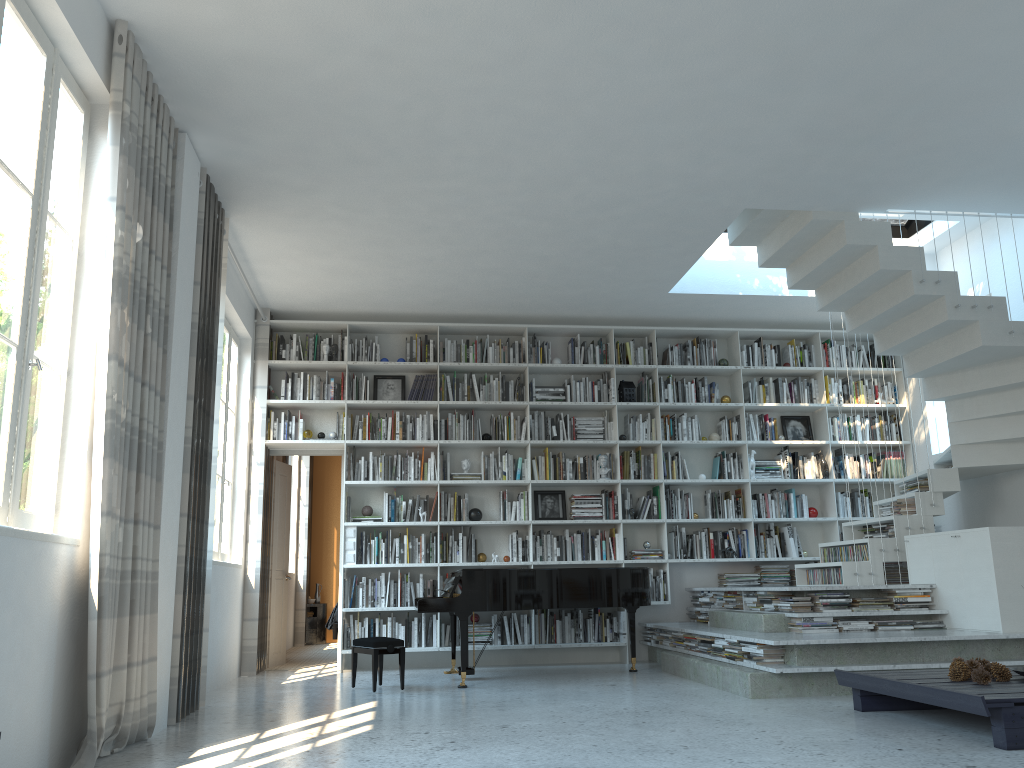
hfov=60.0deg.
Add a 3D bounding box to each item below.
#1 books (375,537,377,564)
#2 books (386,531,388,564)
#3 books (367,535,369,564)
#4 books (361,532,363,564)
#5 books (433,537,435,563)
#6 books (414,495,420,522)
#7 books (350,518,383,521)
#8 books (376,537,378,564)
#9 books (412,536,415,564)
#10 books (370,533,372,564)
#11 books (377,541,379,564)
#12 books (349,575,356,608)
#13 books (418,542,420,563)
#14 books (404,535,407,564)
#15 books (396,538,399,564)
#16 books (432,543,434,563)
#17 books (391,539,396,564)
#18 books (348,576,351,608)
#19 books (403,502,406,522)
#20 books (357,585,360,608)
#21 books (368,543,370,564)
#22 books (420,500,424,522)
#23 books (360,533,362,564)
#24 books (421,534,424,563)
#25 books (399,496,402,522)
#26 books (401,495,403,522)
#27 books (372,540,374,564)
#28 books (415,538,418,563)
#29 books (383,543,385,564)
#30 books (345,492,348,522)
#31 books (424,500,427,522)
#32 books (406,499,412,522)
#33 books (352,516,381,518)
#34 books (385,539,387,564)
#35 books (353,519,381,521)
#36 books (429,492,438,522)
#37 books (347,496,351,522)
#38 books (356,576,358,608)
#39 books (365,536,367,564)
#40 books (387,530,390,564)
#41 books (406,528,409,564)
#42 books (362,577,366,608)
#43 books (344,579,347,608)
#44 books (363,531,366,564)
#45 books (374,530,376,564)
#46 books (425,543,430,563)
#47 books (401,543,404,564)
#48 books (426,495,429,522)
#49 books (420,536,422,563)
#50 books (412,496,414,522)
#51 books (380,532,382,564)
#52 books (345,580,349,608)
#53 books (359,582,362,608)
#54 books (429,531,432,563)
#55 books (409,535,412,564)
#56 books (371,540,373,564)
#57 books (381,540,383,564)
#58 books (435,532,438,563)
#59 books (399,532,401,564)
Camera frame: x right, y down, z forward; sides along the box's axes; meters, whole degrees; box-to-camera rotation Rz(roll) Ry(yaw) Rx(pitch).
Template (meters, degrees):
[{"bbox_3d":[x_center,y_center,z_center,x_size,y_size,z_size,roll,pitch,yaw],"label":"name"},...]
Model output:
[{"bbox_3d":[-1.230,1.510,8.014,0.014,0.242,0.171,0,-13,-7],"label":"books"},{"bbox_3d":[-1.134,1.489,8.056,0.009,0.298,0.141,0,-12,-7],"label":"books"},{"bbox_3d":[-1.301,1.498,8.002,0.007,0.263,0.177,0,-13,-7],"label":"books"},{"bbox_3d":[-1.352,1.490,8.017,0.016,0.289,0.153,0,-13,-7],"label":"books"},{"bbox_3d":[-0.707,1.516,8.077,0.010,0.239,0.175,0,-13,-7],"label":"books"},{"bbox_3d":[-0.875,1.151,8.140,0.060,0.254,0.159,0,-13,-7],"label":"books"},{"bbox_3d":[-1.319,1.231,8.069,0.285,0.012,0.160,0,-13,-3],"label":"books"},{"bbox_3d":[-1.217,1.507,8.003,0.009,0.244,0.185,0,-13,-7],"label":"books"},{"bbox_3d":[-0.895,1.510,8.053,0.028,0.248,0.159,0,-13,-7],"label":"books"},{"bbox_3d":[-1.276,1.492,8.012,0.008,0.279,0.164,0,-13,-7],"label":"books"},{"bbox_3d":[-1.208,1.530,8.031,0.016,0.210,0.146,0,-13,-7],"label":"books"},{"bbox_3d":[-1.417,1.851,7.908,0.052,0.283,0.172,0,-13,-7],"label":"books"},{"bbox_3d":[-0.847,1.541,8.070,0.023,0.193,0.140,0,-13,-7],"label":"books"},{"bbox_3d":[-0.969,1.508,8.050,0.026,0.253,0.177,0,-13,-7],"label":"books"},{"bbox_3d":[-1.038,1.519,8.038,0.027,0.229,0.159,0,-13,-7],"label":"books"},{"bbox_3d":[-0.726,1.548,8.094,0.023,0.186,0.130,0,-13,-7],"label":"books"},{"bbox_3d":[-1.076,1.522,8.050,0.045,0.229,0.138,0,-13,-7],"label":"books"},{"bbox_3d":[-1.447,1.852,7.895,0.011,0.276,0.189,0,-13,-7],"label":"books"},{"bbox_3d":[-0.985,1.178,8.101,0.029,0.189,0.189,0,-13,-7],"label":"books"},{"bbox_3d":[-1.371,1.898,7.925,0.024,0.197,0.148,0,-13,-7],"label":"books"},{"bbox_3d":[-1.286,1.531,7.980,0.019,0.189,0.193,0,-13,-7],"label":"books"},{"bbox_3d":[-0.828,1.174,8.134,0.030,0.207,0.172,0,-13,-7],"label":"books"},{"bbox_3d":[-1.364,1.492,8.016,0.008,0.284,0.160,0,-13,-7],"label":"books"},{"bbox_3d":[-0.812,1.501,8.061,0.021,0.265,0.186,0,-13,-7],"label":"books"},{"bbox_3d":[-1.026,1.156,8.133,0.022,0.248,0.129,0,-13,-7],"label":"books"},{"bbox_3d":[-1.007,1.151,8.117,0.011,0.250,0.172,0,-13,-7],"label":"books"},{"bbox_3d":[-1.249,1.522,8.002,0.015,0.216,0.180,0,-13,-7],"label":"books"},{"bbox_3d":[-0.871,1.523,8.068,0.025,0.228,0.153,0,-13,-7],"label":"books"},{"bbox_3d":[-1.157,1.535,8.005,0.016,0.188,0.184,0,-13,-7],"label":"books"},{"bbox_3d":[-1.505,1.134,8.077,0.012,0.284,0.160,0,-13,-7],"label":"books"},{"bbox_3d":[-0.801,1.175,8.147,0.027,0.209,0.144,0,-13,-7],"label":"books"},{"bbox_3d":[-0.947,1.174,8.141,0.056,0.213,0.143,0,-13,-7],"label":"books"},{"bbox_3d":[-1.320,1.221,8.079,0.254,0.012,0.161,0,-13,-6],"label":"books"},{"bbox_3d":[-1.146,1.522,8.045,0.016,0.230,0.136,0,-13,-7],"label":"books"},{"bbox_3d":[-1.319,1.243,8.069,0.254,0.012,0.161,1,-13,-10],"label":"books"},{"bbox_3d":[-0.722,1.135,8.128,0.082,0.275,0.229,0,-13,-7],"label":"books"},{"bbox_3d":[-1.484,1.153,8.065,0.028,0.242,0.157,0,-13,-7],"label":"books"},{"bbox_3d":[-1.389,1.860,7.930,0.010,0.273,0.150,0,-13,-7],"label":"books"},{"bbox_3d":[-1.319,1.506,8.019,0.022,0.256,0.142,0,-13,-7],"label":"books"},{"bbox_3d":[-1.116,1.481,8.023,0.019,0.299,0.180,0,-13,-7],"label":"books"},{"bbox_3d":[-0.949,1.474,8.057,0.021,0.322,0.172,0,-13,-7],"label":"books"},{"bbox_3d":[-1.321,1.861,7.923,0.029,0.265,0.172,0,-13,-7],"label":"books"},{"bbox_3d":[-1.490,1.869,7.916,0.012,0.253,0.161,0,-13,-7],"label":"books"},{"bbox_3d":[-1.336,1.486,8.012,0.014,0.293,0.172,0,-13,-7],"label":"books"},{"bbox_3d":[-1.241,1.476,8.023,0.006,0.314,0.146,0,-12,-7],"label":"books"},{"bbox_3d":[-0.770,1.547,8.075,0.041,0.181,0.142,0,-13,-7],"label":"books"},{"bbox_3d":[-0.994,1.541,8.028,0.029,0.181,0.190,0,-13,-7],"label":"books"},{"bbox_3d":[-0.778,1.156,8.158,0.021,0.250,0.154,0,-13,-7],"label":"books"},{"bbox_3d":[-0.830,1.515,8.073,0.010,0.245,0.160,0,-13,-7],"label":"books"},{"bbox_3d":[-0.913,1.161,8.148,0.013,0.241,0.141,0,-13,-7],"label":"books"},{"bbox_3d":[-1.185,1.487,8.011,0.007,0.285,0.182,0,-13,-7],"label":"books"},{"bbox_3d":[-1.468,1.874,7.904,0.029,0.238,0.154,0,-13,-7],"label":"books"},{"bbox_3d":[-1.345,1.882,7.909,0.022,0.220,0.188,0,-13,-7],"label":"books"},{"bbox_3d":[-0.742,1.492,8.071,0.014,0.285,0.180,0,-13,-7],"label":"books"},{"bbox_3d":[-0.923,1.503,8.046,0.028,0.260,0.181,0,-13,-7],"label":"books"},{"bbox_3d":[-1.265,1.523,8.013,0.015,0.217,0.177,0,-13,-7],"label":"books"},{"bbox_3d":[-1.174,1.521,8.011,0.015,0.218,0.190,0,-13,-7],"label":"books"},{"bbox_3d":[-0.693,1.502,8.105,0.024,0.279,0.136,0,-13,-7],"label":"books"},{"bbox_3d":[-1.018,1.494,8.045,0.014,0.281,0.150,0,-13,-7],"label":"books"}]
